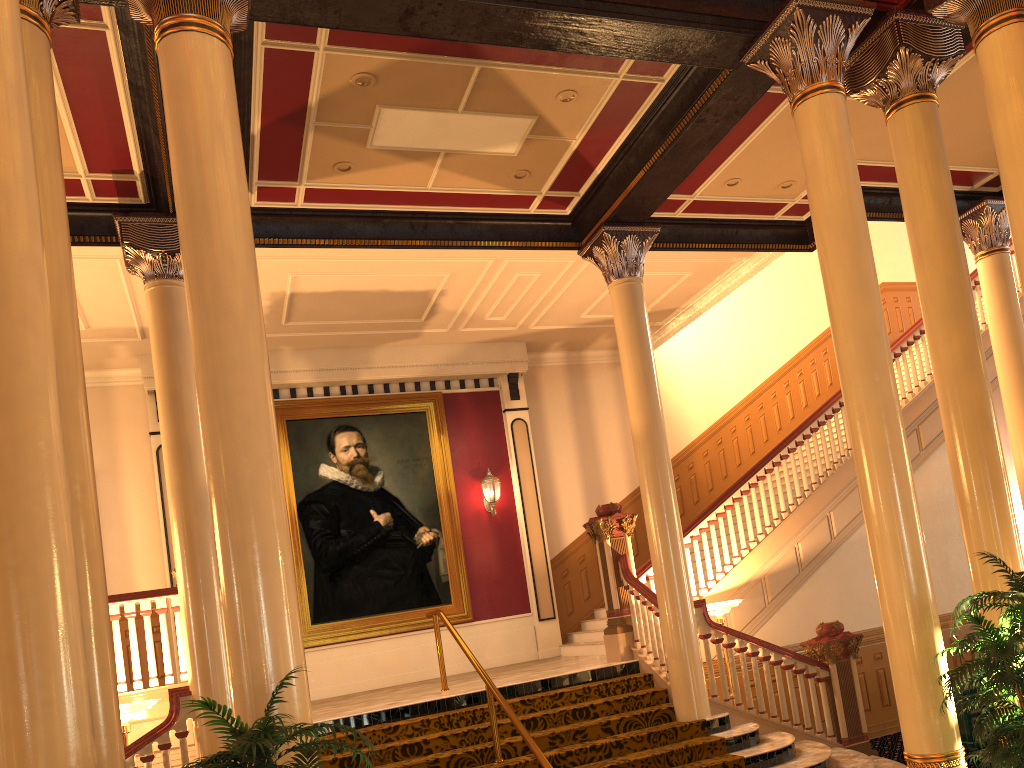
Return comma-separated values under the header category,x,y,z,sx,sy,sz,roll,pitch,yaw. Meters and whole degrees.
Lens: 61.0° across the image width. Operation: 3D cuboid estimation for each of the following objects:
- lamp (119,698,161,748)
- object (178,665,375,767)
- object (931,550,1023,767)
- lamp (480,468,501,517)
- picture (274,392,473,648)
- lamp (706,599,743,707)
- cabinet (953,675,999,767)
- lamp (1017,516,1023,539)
category,x,y,z,sx,sy,sz,roll,pitch,yaw
lamp,-3.097,3.646,7.152,0.597,1.982,0.572,-5,-7,-39
object,-0.850,2.192,3.392,1.108,2.119,1.026,-5,-8,-32
object,3.053,1.986,4.994,1.060,2.119,1.072,-13,-8,27
lamp,-0.311,1.615,12.903,0.324,0.719,0.394,-7,-7,-21
picture,-2.006,1.848,12.363,2.594,3.400,0.055,-6,-6,-22
lamp,2.375,3.353,9.363,0.581,1.982,0.588,-9,-5,-3
cabinet,4.802,3.339,8.628,1.278,0.854,0.551,-4,-9,-22
lamp,10.083,2.840,17.094,0.273,0.490,0.370,-6,-9,-21
